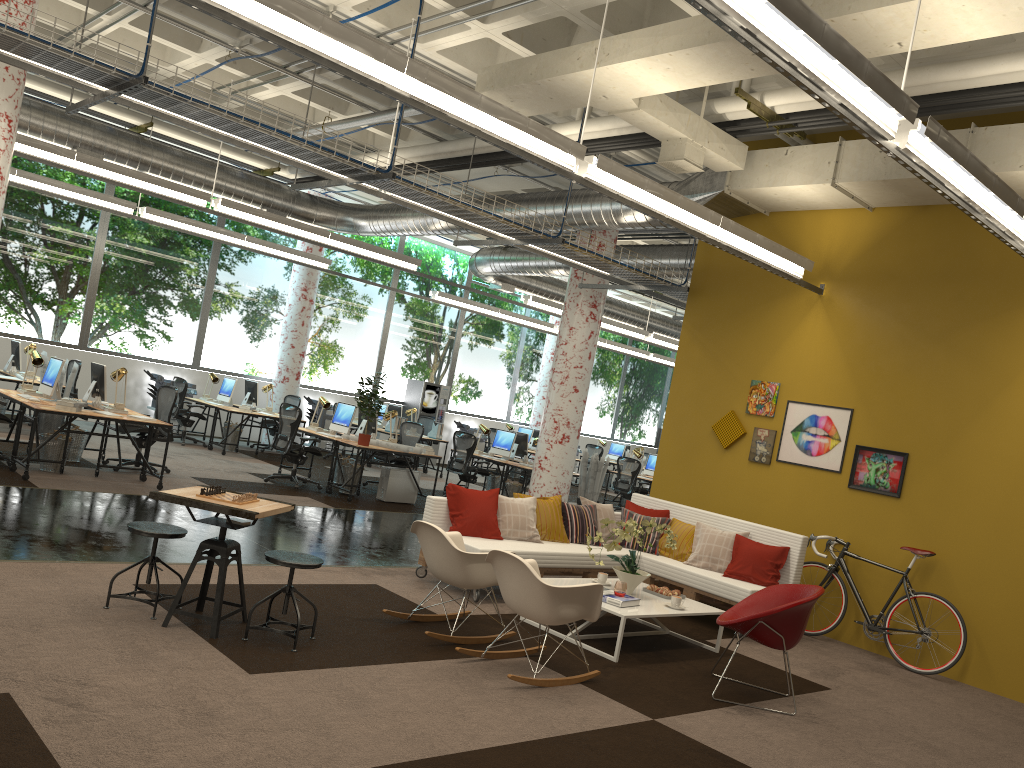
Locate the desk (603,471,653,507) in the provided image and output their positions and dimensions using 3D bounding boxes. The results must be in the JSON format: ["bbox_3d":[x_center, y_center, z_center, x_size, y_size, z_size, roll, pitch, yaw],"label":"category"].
[{"bbox_3d":[2.988,2.277,17.321,1.407,0.725,1.931,11,-1,-43],"label":"desk"}]

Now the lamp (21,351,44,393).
[{"bbox_3d":[-5.516,-0.082,10.196,0.219,0.611,0.525,10,0,-23],"label":"lamp"}]

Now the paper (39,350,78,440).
[{"bbox_3d":[-6.242,0.164,12.048,0.439,1.199,0.413,11,1,25],"label":"paper"}]

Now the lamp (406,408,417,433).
[{"bbox_3d":[-1.966,0.779,17.448,0.219,0.611,0.525,10,0,-23],"label":"lamp"}]

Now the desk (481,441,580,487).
[{"bbox_3d":[0.454,1.877,20.104,1.407,0.725,1.931,11,-1,-43],"label":"desk"}]

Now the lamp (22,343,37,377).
[{"bbox_3d":[-6.966,-0.285,12.743,0.209,0.611,0.525,10,0,-23],"label":"lamp"}]

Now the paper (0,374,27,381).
[{"bbox_3d":[-6.990,-0.127,12.101,0.565,0.061,0.629,9,-2,45],"label":"paper"}]

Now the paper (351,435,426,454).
[{"bbox_3d":[-1.723,0.820,12.095,1.132,0.082,0.083,10,0,12],"label":"paper"}]

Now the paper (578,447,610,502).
[{"bbox_3d":[1.226,1.617,14.044,0.439,1.199,0.413,11,1,25],"label":"paper"}]

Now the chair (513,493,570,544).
[{"bbox_3d":[0.279,1.237,8.207,0.548,0.439,0.315,11,0,-30],"label":"chair"}]

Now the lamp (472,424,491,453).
[{"bbox_3d":[-0.569,0.975,14.981,0.209,0.611,0.525,10,0,-23],"label":"lamp"}]

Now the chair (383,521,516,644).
[{"bbox_3d":[-0.368,1.336,6.075,0.797,0.754,0.611,11,0,-43],"label":"chair"}]

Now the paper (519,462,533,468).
[{"bbox_3d":[0.478,1.327,14.097,0.565,0.061,0.629,9,-2,45],"label":"paper"}]

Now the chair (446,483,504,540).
[{"bbox_3d":[-0.331,1.104,7.651,0.536,0.445,0.300,11,0,-26],"label":"chair"}]

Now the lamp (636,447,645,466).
[{"bbox_3d":[3.265,1.893,22.373,0.219,0.611,0.525,10,0,-23],"label":"lamp"}]

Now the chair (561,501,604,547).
[{"bbox_3d":[0.632,1.344,8.464,0.525,0.408,0.339,11,0,-27],"label":"chair"}]

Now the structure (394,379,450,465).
[{"bbox_3d":[-2.017,0.860,19.930,0.753,1.812,0.634,10,1,-43],"label":"structure"}]

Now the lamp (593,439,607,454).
[{"bbox_3d":[2.185,1.697,22.612,0.219,0.611,0.525,10,0,-23],"label":"lamp"}]

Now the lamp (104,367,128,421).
[{"bbox_3d":[-4.436,0.114,9.957,0.219,0.611,0.525,10,0,-23],"label":"lamp"}]

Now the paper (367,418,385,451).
[{"bbox_3d":[-2.940,0.960,18.600,0.439,1.199,0.413,11,1,25],"label":"paper"}]

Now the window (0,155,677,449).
[{"bbox_3d":[-3.428,-1.655,18.633,26.325,3.767,0.050,12,0,-43],"label":"window"}]

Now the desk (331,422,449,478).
[{"bbox_3d":[-2.428,1.264,17.391,1.407,0.725,1.931,11,-1,-43],"label":"desk"}]

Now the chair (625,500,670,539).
[{"bbox_3d":[1.351,1.450,9.033,0.532,0.437,0.287,11,1,20],"label":"chair"}]

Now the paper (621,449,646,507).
[{"bbox_3d":[2.476,1.973,18.530,0.439,1.199,0.413,11,1,25],"label":"paper"}]

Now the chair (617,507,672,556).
[{"bbox_3d":[1.275,1.468,8.746,0.515,0.392,0.358,10,0,16],"label":"chair"}]

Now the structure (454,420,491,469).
[{"bbox_3d":[-0.971,1.467,20.991,1.063,1.059,0.500,11,1,-43],"label":"structure"}]

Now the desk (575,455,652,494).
[{"bbox_3d":[2.803,2.377,22.316,1.407,0.725,1.931,11,-1,-43],"label":"desk"}]

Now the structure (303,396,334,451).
[{"bbox_3d":[-3.853,0.854,18.278,1.063,1.059,0.500,11,1,-43],"label":"structure"}]

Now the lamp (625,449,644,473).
[{"bbox_3d":[2.370,1.597,17.617,0.219,0.611,0.525,10,0,-23],"label":"lamp"}]

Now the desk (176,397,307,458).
[{"bbox_3d":[-4.687,0.783,15.264,1.407,0.725,1.931,11,-1,-43],"label":"desk"}]

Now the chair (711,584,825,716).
[{"bbox_3d":[1.671,1.678,5.881,0.634,0.813,0.836,11,0,22],"label":"chair"}]

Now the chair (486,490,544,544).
[{"bbox_3d":[0.020,1.200,7.925,0.526,0.401,0.330,11,0,-24],"label":"chair"}]

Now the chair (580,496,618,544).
[{"bbox_3d":[0.890,1.371,8.795,0.548,0.438,0.333,11,0,-38],"label":"chair"}]

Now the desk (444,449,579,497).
[{"bbox_3d":[0.045,1.654,14.684,1.407,0.725,1.931,11,-1,-43],"label":"desk"}]

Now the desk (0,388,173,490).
[{"bbox_3d":[-4.898,0.598,9.900,1.407,0.725,1.931,11,-1,-43],"label":"desk"}]

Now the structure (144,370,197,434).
[{"bbox_3d":[-6.193,0.356,16.072,1.063,1.059,0.500,11,1,-43],"label":"structure"}]

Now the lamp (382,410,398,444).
[{"bbox_3d":[-1.714,0.672,12.556,0.209,0.611,0.525,10,0,-23],"label":"lamp"}]

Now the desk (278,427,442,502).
[{"bbox_3d":[-2.172,1.158,12.501,1.407,0.725,1.931,11,-1,-43],"label":"desk"}]

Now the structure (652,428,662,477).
[{"bbox_3d":[4.733,2.297,26.285,0.753,1.812,0.634,10,1,-43],"label":"structure"}]

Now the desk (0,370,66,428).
[{"bbox_3d":[-7.423,0.200,12.688,1.407,0.725,1.931,11,-1,-43],"label":"desk"}]

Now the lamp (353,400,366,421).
[{"bbox_3d":[-3.041,0.584,17.689,0.209,0.611,0.525,10,0,-23],"label":"lamp"}]

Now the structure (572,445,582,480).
[{"bbox_3d":[1.377,1.967,23.203,1.063,1.059,0.500,11,1,-43],"label":"structure"}]

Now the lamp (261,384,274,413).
[{"bbox_3d":[-4.229,0.297,15.319,0.209,0.611,0.525,10,0,-23],"label":"lamp"}]

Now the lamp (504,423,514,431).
[{"bbox_3d":[-0.164,1.197,20.400,0.219,0.611,0.525,10,0,-23],"label":"lamp"}]

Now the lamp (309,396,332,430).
[{"bbox_3d":[-2.790,0.477,12.797,0.219,0.611,0.525,10,0,-23],"label":"lamp"}]

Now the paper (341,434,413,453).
[{"bbox_3d":[-1.844,0.794,11.981,1.130,0.082,0.083,10,0,22],"label":"paper"}]

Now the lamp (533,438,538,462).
[{"bbox_3d":[0.502,1.169,14.739,0.209,0.611,0.525,10,0,-23],"label":"lamp"}]

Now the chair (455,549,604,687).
[{"bbox_3d":[0.161,1.419,5.494,0.797,0.754,0.611,11,0,-43],"label":"chair"}]

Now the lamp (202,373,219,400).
[{"bbox_3d":[-5.305,0.102,15.560,0.219,0.611,0.525,10,0,-23],"label":"lamp"}]
